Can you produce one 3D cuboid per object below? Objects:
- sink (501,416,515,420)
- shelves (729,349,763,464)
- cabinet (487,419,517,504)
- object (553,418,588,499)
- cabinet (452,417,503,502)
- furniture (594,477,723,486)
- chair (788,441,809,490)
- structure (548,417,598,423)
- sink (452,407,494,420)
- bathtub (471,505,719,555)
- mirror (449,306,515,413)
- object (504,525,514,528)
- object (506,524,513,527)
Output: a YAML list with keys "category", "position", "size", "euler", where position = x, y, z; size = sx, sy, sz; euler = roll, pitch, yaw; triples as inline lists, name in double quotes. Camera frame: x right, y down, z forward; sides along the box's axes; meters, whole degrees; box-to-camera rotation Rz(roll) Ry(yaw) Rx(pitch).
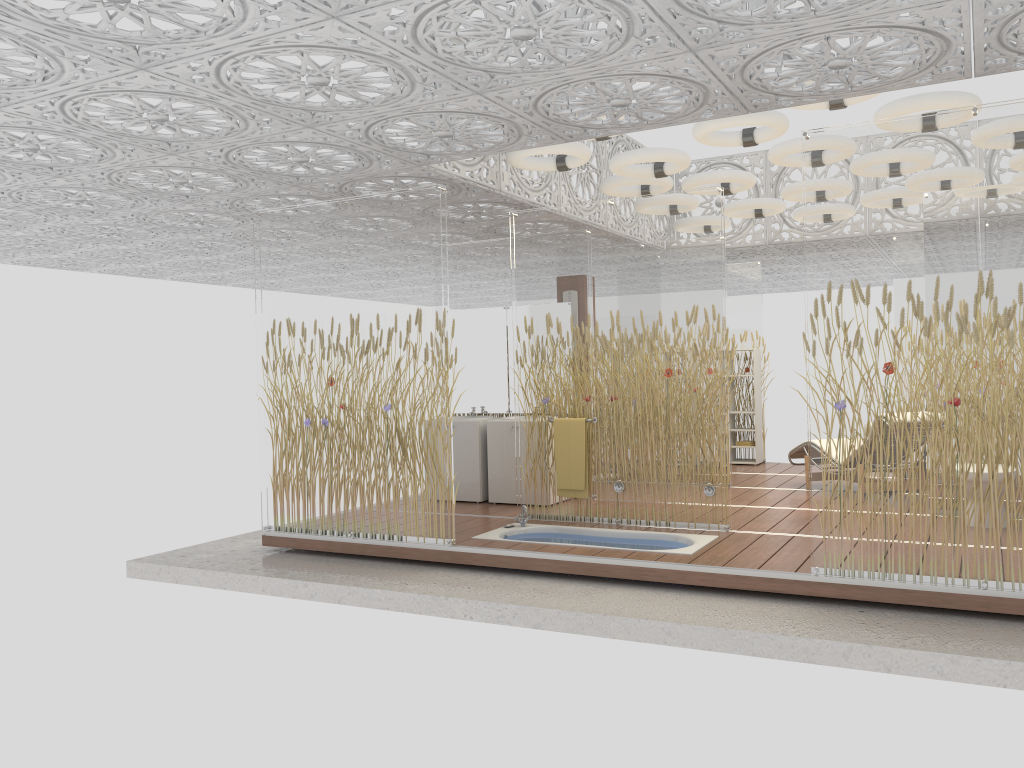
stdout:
- category: "sink"
  position: [0.169, 0.358, 8.554]
  size: [0.573, 0.266, 0.499]
  euler: [-1, 1, 31]
- category: "shelves"
  position: [2.991, 0.283, 11.403]
  size: [0.366, 1.460, 0.344]
  euler: [-1, 1, 28]
- category: "cabinet"
  position: [0.173, 0.726, 8.542]
  size: [0.643, 0.782, 0.549]
  euler: [-1, 1, 28]
- category: "object"
  position: [0.479, 0.603, 7.214]
  size: [0.283, 0.656, 0.042]
  euler: [-1, 1, 28]
- category: "cabinet"
  position: [-0.461, 0.738, 8.881]
  size: [0.643, 0.782, 0.549]
  euler: [-1, 1, 28]
- category: "furniture"
  position: [1.108, 0.747, 6.781]
  size: [0.977, 0.014, 0.178]
  euler: [-1, 1, 28]
- category: "chair"
  position: [3.345, 0.647, 8.493]
  size: [0.635, 0.811, 1.787]
  euler: [-2, 1, -12]
- category: "structure"
  position: [0.482, 0.295, 7.235]
  size: [0.442, 0.047, 0.078]
  euler: [-1, 1, 28]
- category: "sink"
  position: [-0.464, 0.370, 8.892]
  size: [0.573, 0.266, 0.499]
  euler: [-1, 1, 25]
- category: "bathtub"
  position: [0.607, 1.252, 6.597]
  size: [1.700, 0.582, 0.700]
  euler: [-1, 1, 28]
- category: "mirror"
  position: [-0.038, -0.244, 8.943]
  size: [1.422, 1.081, 0.009]
  euler: [-1, 1, 28]
- category: "object"
  position: [-0.021, 1.140, 7.109]
  size: [0.065, 0.011, 0.108]
  euler: [-1, 1, 37]
- category: "object"
  position: [-0.021, 1.133, 7.109]
  size: [0.035, 0.016, 0.066]
  euler: [-1, 1, 37]
